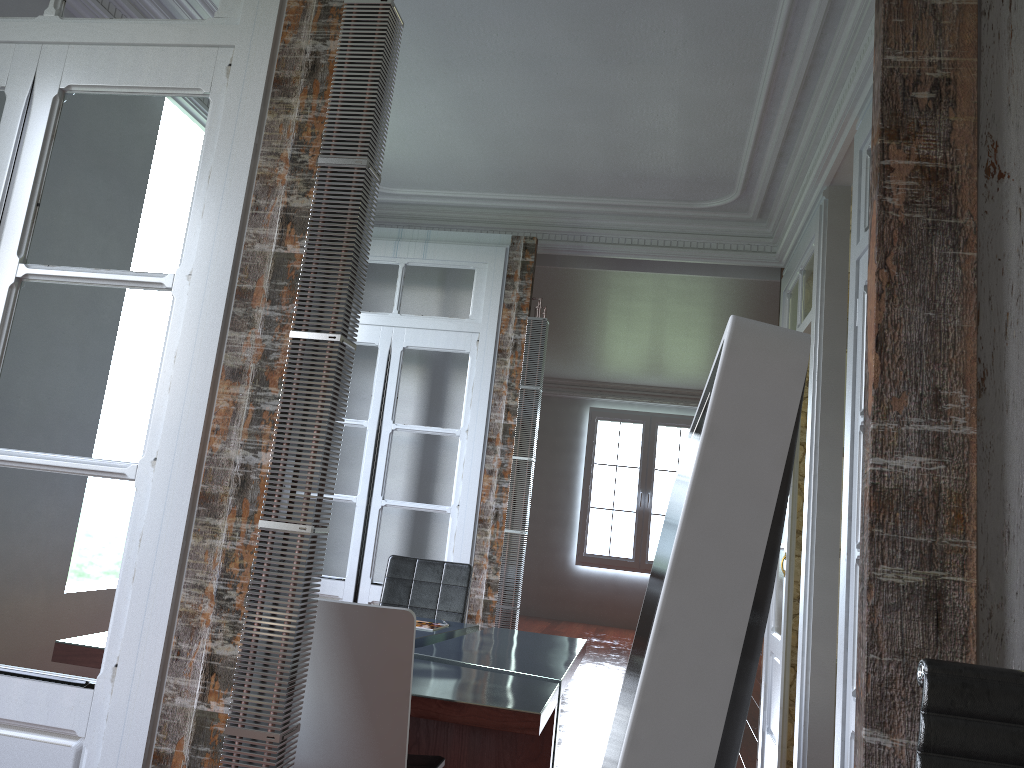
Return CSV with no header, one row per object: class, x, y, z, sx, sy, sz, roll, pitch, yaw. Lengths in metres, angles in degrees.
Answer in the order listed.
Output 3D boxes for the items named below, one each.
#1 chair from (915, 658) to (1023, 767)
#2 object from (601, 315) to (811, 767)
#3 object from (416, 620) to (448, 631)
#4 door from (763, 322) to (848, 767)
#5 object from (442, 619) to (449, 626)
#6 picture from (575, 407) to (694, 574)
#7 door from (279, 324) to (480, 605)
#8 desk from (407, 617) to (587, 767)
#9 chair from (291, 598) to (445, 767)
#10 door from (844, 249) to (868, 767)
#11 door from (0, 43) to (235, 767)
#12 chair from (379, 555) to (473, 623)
chair,0.671,0.864,0.860,0.665,1.034,0.691,5,-11,4
object,0.073,0.256,0.428,0.190,0.490,0.478,4,-10,10
object,-0.457,1.045,3.864,0.307,0.012,0.221,4,-9,14
door,1.377,0.856,4.194,0.481,2.206,1.178,10,-11,-16
object,-0.301,1.078,4.001,0.011,0.011,0.148,9,-9,-14
picture,1.667,1.336,11.059,1.581,2.010,0.126,4,-12,10
door,-0.812,0.736,5.004,1.161,2.205,0.040,4,-12,10
desk,-0.537,1.277,3.238,1.446,0.661,1.694,5,-9,10
chair,-0.445,1.016,2.312,0.475,0.929,0.595,4,-11,10
door,1.053,0.548,2.420,0.041,2.203,1.045,4,-11,10
door,-1.287,0.225,2.006,1.161,2.205,0.040,4,-12,10
chair,-0.487,1.265,3.975,0.475,0.929,0.595,4,-11,10
